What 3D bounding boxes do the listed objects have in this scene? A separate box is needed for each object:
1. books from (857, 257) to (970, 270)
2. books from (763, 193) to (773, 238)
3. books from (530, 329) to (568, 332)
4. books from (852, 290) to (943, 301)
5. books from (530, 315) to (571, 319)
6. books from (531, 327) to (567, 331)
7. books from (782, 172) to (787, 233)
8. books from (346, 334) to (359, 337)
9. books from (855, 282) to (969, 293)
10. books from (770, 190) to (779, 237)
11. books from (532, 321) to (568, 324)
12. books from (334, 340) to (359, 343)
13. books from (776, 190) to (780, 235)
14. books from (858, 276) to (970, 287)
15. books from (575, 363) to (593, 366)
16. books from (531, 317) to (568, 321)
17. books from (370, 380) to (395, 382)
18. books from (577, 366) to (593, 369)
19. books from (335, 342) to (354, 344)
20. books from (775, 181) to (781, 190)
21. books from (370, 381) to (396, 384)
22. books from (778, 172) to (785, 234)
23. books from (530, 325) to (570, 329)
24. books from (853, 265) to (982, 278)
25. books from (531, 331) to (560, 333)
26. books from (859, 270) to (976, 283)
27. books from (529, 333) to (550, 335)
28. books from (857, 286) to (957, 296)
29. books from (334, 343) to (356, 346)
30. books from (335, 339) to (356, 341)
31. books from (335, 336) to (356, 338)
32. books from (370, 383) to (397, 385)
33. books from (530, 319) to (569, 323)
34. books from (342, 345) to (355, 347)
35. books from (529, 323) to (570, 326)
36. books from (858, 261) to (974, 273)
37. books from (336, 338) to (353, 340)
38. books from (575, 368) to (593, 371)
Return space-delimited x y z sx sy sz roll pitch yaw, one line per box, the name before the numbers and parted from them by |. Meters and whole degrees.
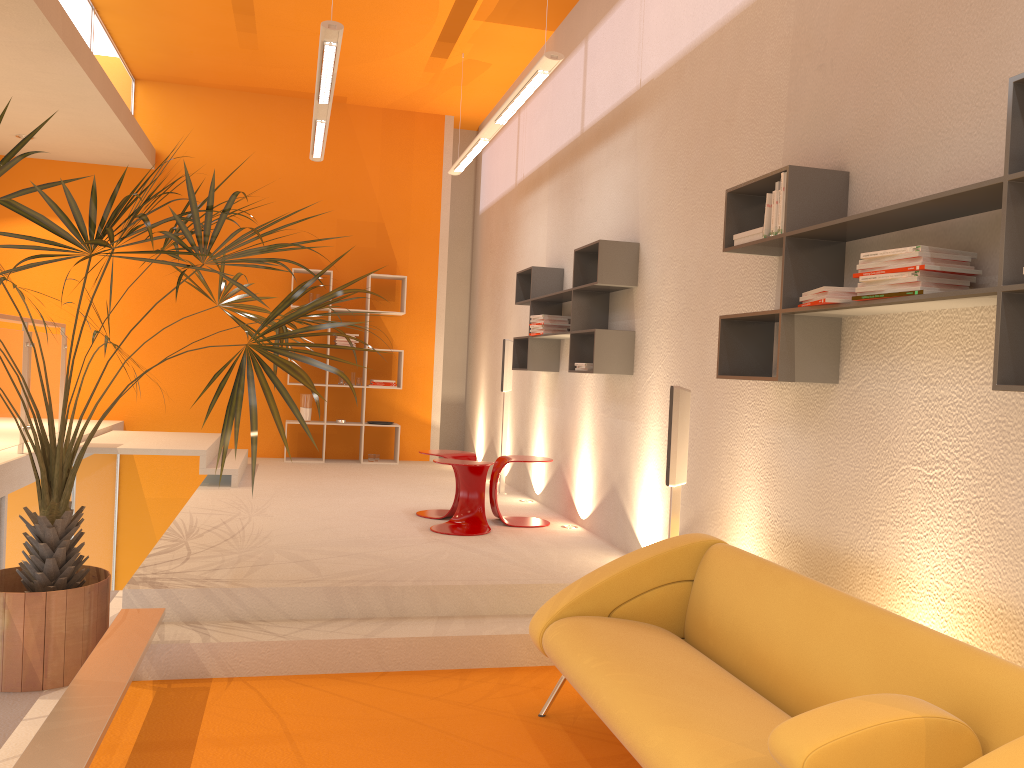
books | 1.216 -0.358 2.699 0.190 0.015 0.254 2 1 -23
books | 1.075 -0.636 3.404 0.230 0.169 0.023 2 1 -14
books | 0.269 -0.386 6.507 0.190 0.015 0.254 2 1 -23
books | 1.217 -0.261 2.687 0.210 0.013 0.297 2 1 -19
books | 0.287 -0.488 6.499 0.230 0.017 0.227 2 1 -24
books | 0.270 -0.401 6.499 0.190 0.015 0.254 2 1 -17
books | 1.115 -0.661 3.286 0.230 0.227 0.017 2 1 -14
books | -1.755 -0.520 9.400 0.230 0.017 0.227 2 1 -19
books | 1.213 -0.287 2.700 0.190 0.015 0.254 2 1 -23
books | 1.090 -0.634 3.351 0.230 0.169 0.027 2 1 -14
books | 0.277 -0.444 6.498 0.190 0.011 0.268 2 1 -17
books | -1.759 -0.449 9.401 0.230 0.017 0.227 2 1 -19
books | 1.105 -0.633 3.326 0.230 0.169 0.027 2 1 -14
books | 1.214 -0.302 2.691 0.190 0.015 0.254 2 1 -17
books | 0.535 -0.117 5.506 0.230 0.017 0.227 2 1 -14
books | 0.273 -0.473 6.498 0.190 0.015 0.254 2 1 -17
books | -1.378 -0.032 9.448 0.227 0.017 0.230 2 1 -19
books | 0.520 -0.101 5.507 0.190 0.015 0.254 3 1 -7
books | -1.773 -0.434 9.402 0.190 0.015 0.254 2 1 -12
books | 1.098 -0.655 3.377 0.207 0.210 0.021 2 1 -14
books | -1.378 -0.016 9.461 0.254 0.015 0.190 2 1 -12
books | 1.104 -0.662 3.302 0.230 0.227 0.017 2 1 -14
books | 0.284 -0.417 6.500 0.230 0.017 0.227 2 1 -24
books | 1.221 -0.332 2.686 0.210 0.013 0.297 2 1 -19
books | 0.273 -0.373 6.499 0.190 0.011 0.268 2 1 -17
books | 1.228 -0.317 2.692 0.230 0.017 0.226 2 1 -24
books | 0.273 -0.361 6.495 0.210 0.013 0.297 2 1 -19
books | 1.217 -0.273 2.691 0.190 0.011 0.268 2 1 -17
books | -1.773 -0.419 9.410 0.190 0.015 0.254 2 1 -18
books | -1.766 -0.464 9.396 0.210 0.013 0.296 2 1 -14
books | -1.769 -0.490 9.409 0.190 0.015 0.254 2 1 -18
books | -1.371 -0.001 9.461 0.254 0.015 0.190 2 1 -18
books | 0.273 -0.458 6.506 0.190 0.015 0.254 2 1 -23
books | -1.769 -0.405 9.401 0.190 0.011 0.268 2 1 -12
books | 0.277 -0.432 6.494 0.210 0.013 0.297 2 1 -19
books | 1.220 -0.345 2.690 0.190 0.011 0.268 2 1 -17
books | -1.766 -0.476 9.400 0.190 0.011 0.268 2 1 -12
books | 0.521 -0.086 5.516 0.190 0.015 0.254 2 1 -13
